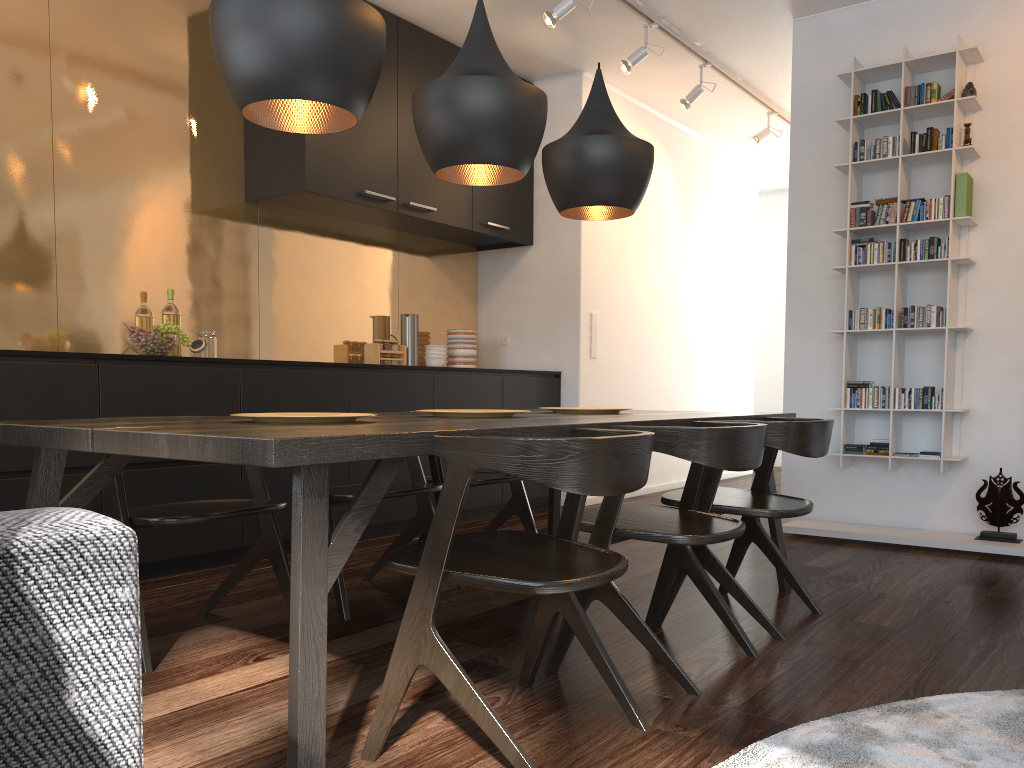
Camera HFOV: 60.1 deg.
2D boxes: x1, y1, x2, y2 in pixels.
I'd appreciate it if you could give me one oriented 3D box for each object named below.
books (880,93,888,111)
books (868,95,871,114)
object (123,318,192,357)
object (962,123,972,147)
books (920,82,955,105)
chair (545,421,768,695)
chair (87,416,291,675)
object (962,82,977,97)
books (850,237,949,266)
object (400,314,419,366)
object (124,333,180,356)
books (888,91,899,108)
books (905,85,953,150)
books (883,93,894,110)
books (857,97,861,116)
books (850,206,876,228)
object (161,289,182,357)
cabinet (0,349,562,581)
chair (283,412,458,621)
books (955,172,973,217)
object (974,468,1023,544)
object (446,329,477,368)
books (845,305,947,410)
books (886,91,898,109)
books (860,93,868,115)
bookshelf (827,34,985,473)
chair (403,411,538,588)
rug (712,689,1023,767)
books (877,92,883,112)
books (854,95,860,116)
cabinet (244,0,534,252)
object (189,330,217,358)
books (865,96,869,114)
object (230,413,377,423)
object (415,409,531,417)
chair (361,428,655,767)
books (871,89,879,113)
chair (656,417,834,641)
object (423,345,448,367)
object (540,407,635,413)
[{"bbox_3d":[1.856,-1.395,4.405,0.028,0.093,0.069,3,3,36],"label":"books"},{"bbox_3d":[1.807,-1.394,4.443,0.014,0.092,0.069,3,3,36],"label":"books"},{"bbox_3d":[-1.496,-0.197,3.727,0.178,0.173,0.239,1,1,21],"label":"object"},{"bbox_3d":[2.194,-1.188,4.259,0.045,0.140,0.064,2,4,27],"label":"object"},{"bbox_3d":[2.073,-1.400,4.283,0.160,0.111,0.101,1,2,36],"label":"books"},{"bbox_3d":[0.426,0.445,2.473,0.519,0.674,0.592,2,3,37],"label":"chair"},{"bbox_3d":[-0.985,0.439,2.683,0.519,0.674,0.592,2,2,32],"label":"chair"},{"bbox_3d":[2.197,-1.398,4.248,0.064,0.101,0.060,1,3,13],"label":"object"},{"bbox_3d":[1.946,-0.658,4.427,0.467,0.113,0.122,0,1,36],"label":"books"},{"bbox_3d":[-0.626,-0.259,5.502,0.114,0.341,0.164,3,4,39],"label":"object"},{"bbox_3d":[-1.514,-0.159,3.728,0.218,0.097,0.218,0,0,-7],"label":"object"},{"bbox_3d":[1.897,-1.397,4.376,0.057,0.099,0.069,2,3,36],"label":"books"},{"bbox_3d":[2.042,-1.286,4.312,0.228,0.334,0.107,2,4,37],"label":"books"},{"bbox_3d":[1.875,-1.394,4.391,0.046,0.091,0.069,2,3,36],"label":"books"},{"bbox_3d":[1.764,-1.394,4.472,0.014,0.092,0.069,3,3,36],"label":"books"},{"bbox_3d":[1.789,-0.842,4.510,0.101,0.105,0.096,2,2,36],"label":"books"},{"bbox_3d":[-1.609,-0.277,4.176,0.092,0.341,0.091,1,4,3],"label":"object"},{"bbox_3d":[-1.460,0.344,4.035,0.731,0.903,5.056,2,1,36],"label":"cabinet"},{"bbox_3d":[-0.543,0.446,3.239,0.519,0.674,0.592,2,2,34],"label":"chair"},{"bbox_3d":[2.190,-0.898,4.286,0.049,0.215,0.165,3,3,36],"label":"books"},{"bbox_3d":[2.332,0.574,4.227,0.212,0.352,0.121,2,4,36],"label":"object"},{"bbox_3d":[-0.329,-0.218,5.778,0.197,0.265,0.197,1,2,10],"label":"object"},{"bbox_3d":[1.939,-0.130,4.459,0.469,0.513,0.122,2,4,36],"label":"books"},{"bbox_3d":[1.889,-1.397,4.381,0.057,0.099,0.069,2,3,36],"label":"books"},{"bbox_3d":[1.778,-1.402,4.459,0.023,0.108,0.069,3,4,36],"label":"books"},{"bbox_3d":[1.967,-0.605,4.460,0.638,2.083,0.226,3,4,36],"label":"bookshelf"},{"bbox_3d":[-0.184,0.453,3.729,0.519,0.674,0.592,2,2,36],"label":"chair"},{"bbox_3d":[1.476,0.767,0.843,2.836,0.012,2.831,0,-1,16],"label":"rug"},{"bbox_3d":[1.840,-1.398,4.415,0.019,0.099,0.074,3,3,36],"label":"books"},{"bbox_3d":[1.754,-1.402,4.482,0.016,0.108,0.069,3,4,36],"label":"books"},{"bbox_3d":[-0.614,-1.462,5.218,0.531,1.054,1.952,2,2,36],"label":"cabinet"},{"bbox_3d":[-1.440,-0.182,4.143,0.088,0.152,0.176,1,1,13],"label":"object"},{"bbox_3d":[1.795,-1.394,4.450,0.014,0.092,0.069,3,3,36],"label":"books"},{"bbox_3d":[-0.513,0.084,2.193,0.355,0.017,0.355,0,-1,39],"label":"object"},{"bbox_3d":[-0.119,0.090,2.732,0.355,0.017,0.355,0,-1,17],"label":"object"},{"bbox_3d":[0.028,0.438,1.919,0.519,0.674,0.592,2,2,35],"label":"chair"},{"bbox_3d":[1.822,-1.405,4.430,0.029,0.116,0.074,3,4,36],"label":"books"},{"bbox_3d":[0.787,0.451,2.966,0.519,0.674,0.592,2,2,34],"label":"chair"},{"bbox_3d":[-0.483,-0.168,5.609,0.158,0.161,0.153,0,2,-26],"label":"object"},{"bbox_3d":[0.274,0.097,3.270,0.355,0.017,0.355,0,-1,39],"label":"object"}]
